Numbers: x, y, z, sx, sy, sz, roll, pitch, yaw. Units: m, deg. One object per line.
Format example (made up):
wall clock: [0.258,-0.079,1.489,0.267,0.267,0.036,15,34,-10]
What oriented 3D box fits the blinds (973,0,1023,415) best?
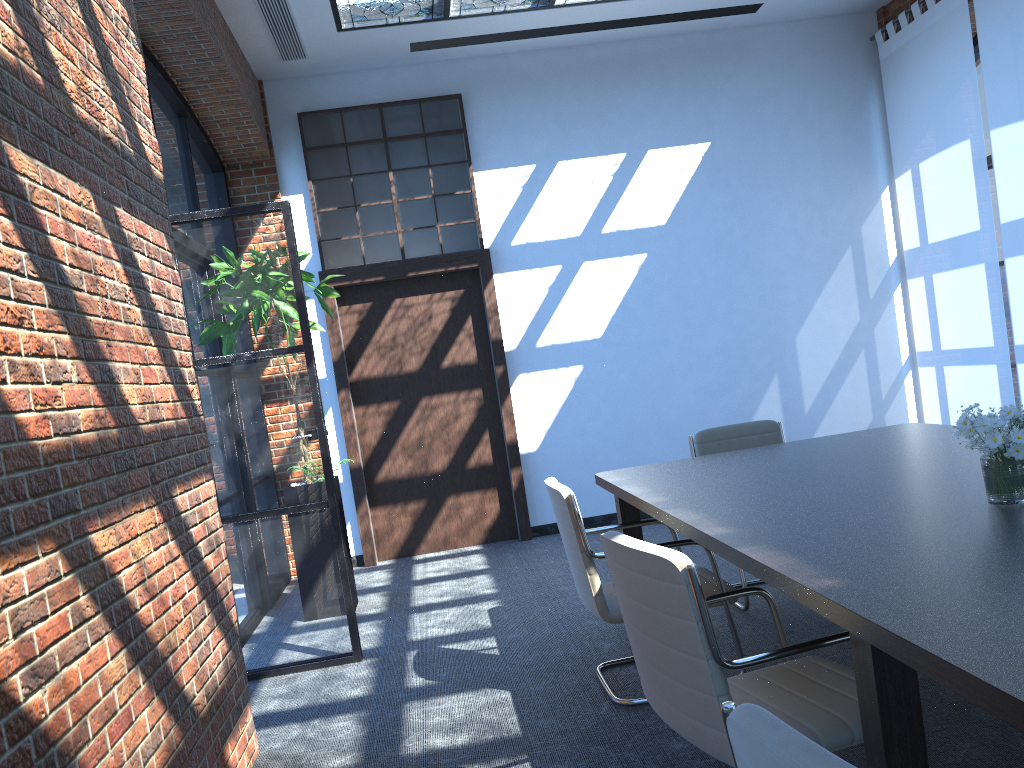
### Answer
blinds: [3.546,-1.115,5.725,0.039,3.764,1.217,-9,3,-6]

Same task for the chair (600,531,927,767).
chair: [0.696,0.822,2.463,0.705,0.925,0.560,-9,3,-17]

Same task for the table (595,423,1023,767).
table: [1.598,0.744,2.591,1.808,0.811,4.500,-9,1,-6]

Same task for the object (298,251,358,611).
object: [-1.429,0.298,5.884,0.945,2.496,1.322,-9,3,-5]

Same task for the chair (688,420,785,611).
chair: [1.378,0.687,4.806,0.560,0.925,0.705,-9,2,-5]

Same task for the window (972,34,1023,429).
window: [4.391,-1.091,2.872,0.160,3.614,9.613,-9,1,-6]

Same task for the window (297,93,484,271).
window: [-0.973,-1.625,7.204,1.328,1.295,0.059,-9,3,-5]

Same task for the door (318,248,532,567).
door: [-0.705,0.196,7.359,1.399,2.440,0.200,-9,3,-5]

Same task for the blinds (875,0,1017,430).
blinds: [3.421,-1.115,6.995,0.039,3.764,1.217,-9,3,-6]

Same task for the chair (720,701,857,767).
chair: [0.735,0.836,1.116,0.705,0.925,0.560,-9,3,-17]

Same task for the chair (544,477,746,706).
chair: [0.562,0.823,3.825,0.706,0.925,0.559,-9,2,-5]

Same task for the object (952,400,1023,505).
object: [1.473,0.195,2.642,0.329,0.310,0.335,-8,2,5]
